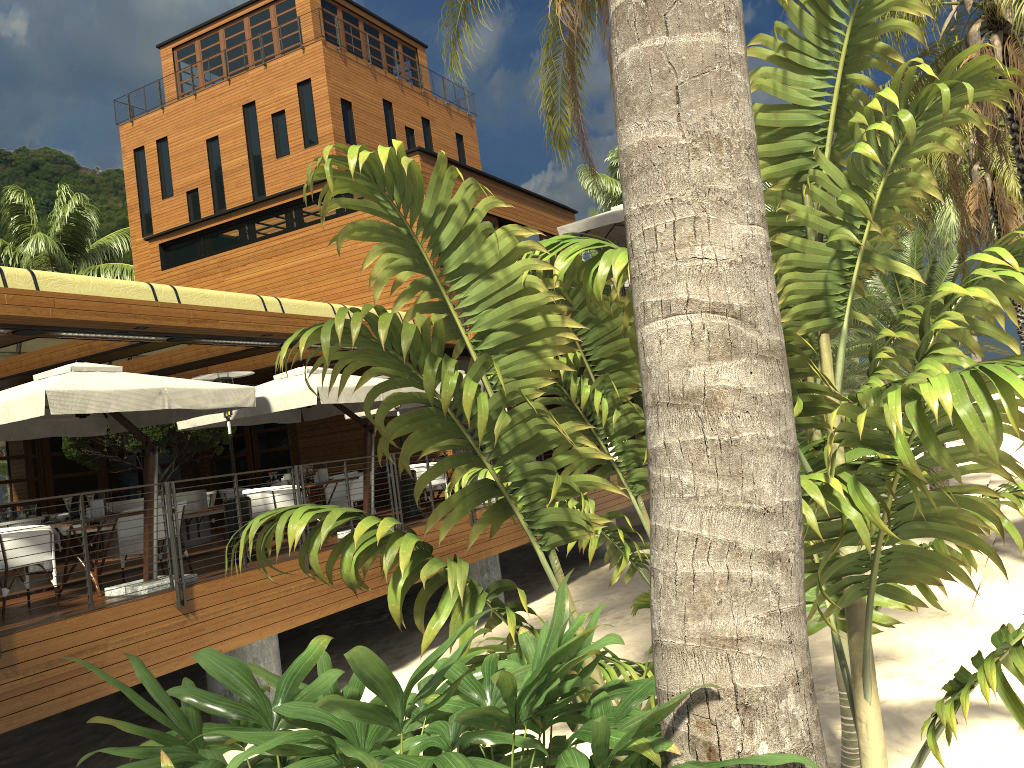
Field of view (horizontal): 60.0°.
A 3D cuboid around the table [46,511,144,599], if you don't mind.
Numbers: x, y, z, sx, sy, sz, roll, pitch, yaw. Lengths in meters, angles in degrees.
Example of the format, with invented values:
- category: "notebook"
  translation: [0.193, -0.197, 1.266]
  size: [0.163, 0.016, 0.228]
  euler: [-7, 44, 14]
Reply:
- category: "table"
  translation: [-4.213, 1.709, 8.775]
  size: [0.930, 0.750, 0.931]
  euler: [-10, -5, 28]

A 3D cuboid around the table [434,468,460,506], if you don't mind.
- category: "table"
  translation: [-1.026, 1.666, 14.761]
  size: [0.930, 0.750, 0.931]
  euler: [-10, -5, 28]

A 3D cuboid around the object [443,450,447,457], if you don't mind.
- category: "object"
  translation: [-1.095, 1.165, 14.555]
  size: [0.082, 0.227, 0.082]
  euler: [-10, -5, 29]

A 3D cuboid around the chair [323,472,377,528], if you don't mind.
- category: "chair"
  translation: [-2.241, 1.665, 12.495]
  size: [0.626, 0.789, 0.616]
  euler: [-10, -5, 29]

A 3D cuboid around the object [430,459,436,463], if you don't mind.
- category: "object"
  translation: [-1.313, 1.278, 14.700]
  size: [0.086, 0.086, 0.086]
  euler: [-10, -5, 28]

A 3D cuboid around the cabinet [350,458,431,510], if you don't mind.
- category: "cabinet"
  translation: [-2.407, 2.022, 17.837]
  size: [1.608, 0.839, 0.557]
  euler: [-10, -5, 28]

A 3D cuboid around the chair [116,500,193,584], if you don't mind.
- category: "chair"
  translation: [-3.819, 1.686, 9.532]
  size: [0.626, 0.789, 0.616]
  euler: [-10, -5, 29]

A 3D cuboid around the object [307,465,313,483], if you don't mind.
- category: "object"
  translation: [-2.744, 1.229, 12.094]
  size: [0.082, 0.227, 0.082]
  euler: [-10, -5, 29]

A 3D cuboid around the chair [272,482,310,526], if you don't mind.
- category: "chair"
  translation: [-3.728, 2.043, 15.098]
  size: [0.628, 0.789, 0.615]
  euler: [-7, -5, -16]

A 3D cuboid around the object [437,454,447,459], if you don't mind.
- category: "object"
  translation: [-1.176, 1.224, 14.879]
  size: [0.163, 0.179, 0.168]
  euler: [-10, -5, 30]

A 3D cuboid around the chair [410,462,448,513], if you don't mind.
- category: "chair"
  translation: [-1.386, 1.657, 14.152]
  size: [0.626, 0.789, 0.616]
  euler: [-10, -5, 29]

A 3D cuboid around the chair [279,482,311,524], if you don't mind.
- category: "chair"
  translation: [-4.050, 2.196, 16.721]
  size: [0.628, 0.789, 0.615]
  euler: [-7, -5, -16]

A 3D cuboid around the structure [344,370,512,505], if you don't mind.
- category: "structure"
  translation: [-1.055, 0.875, 14.808]
  size: [2.410, 2.336, 2.413]
  euler: [-10, -5, 28]

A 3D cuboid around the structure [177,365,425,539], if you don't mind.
- category: "structure"
  translation: [-2.642, 0.897, 11.828]
  size: [2.410, 2.336, 2.413]
  euler: [-10, -5, 28]

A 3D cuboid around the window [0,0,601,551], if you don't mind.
- category: "window"
  translation: [-6.310, -5.899, 21.149]
  size: [14.485, 17.990, 38.370]
  euler: [-8, -4, 5]

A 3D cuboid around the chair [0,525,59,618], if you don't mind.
- category: "chair"
  translation: [-4.598, 1.700, 8.120]
  size: [0.626, 0.789, 0.616]
  euler: [-10, -5, 29]

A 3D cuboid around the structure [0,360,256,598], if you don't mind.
- category: "structure"
  translation: [-4.229, 0.919, 8.847]
  size: [2.410, 2.336, 2.413]
  euler: [-10, -5, 28]

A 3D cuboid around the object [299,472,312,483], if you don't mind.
- category: "object"
  translation: [-2.780, 1.246, 11.865]
  size: [0.163, 0.179, 0.168]
  euler: [-10, -5, 30]

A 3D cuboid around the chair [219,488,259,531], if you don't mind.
- category: "chair"
  translation: [-4.819, 2.232, 15.665]
  size: [0.617, 0.789, 0.626]
  euler: [-7, -5, -16]

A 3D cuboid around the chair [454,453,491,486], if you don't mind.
- category: "chair"
  translation: [-0.635, 1.643, 15.511]
  size: [0.626, 0.789, 0.616]
  euler: [-10, -5, 29]

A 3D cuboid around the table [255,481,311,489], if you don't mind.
- category: "table"
  translation: [-3.976, 2.151, 15.928]
  size: [1.164, 0.750, 1.166]
  euler: [-11, -5, 33]

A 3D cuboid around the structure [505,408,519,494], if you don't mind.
- category: "structure"
  translation: [-0.051, 0.884, 16.055]
  size: [0.699, 2.196, 0.699]
  euler: [-9, -5, 15]

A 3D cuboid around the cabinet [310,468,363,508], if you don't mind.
- category: "cabinet"
  translation: [-3.822, 2.267, 18.587]
  size: [1.608, 0.839, 0.557]
  euler: [-10, -5, 28]

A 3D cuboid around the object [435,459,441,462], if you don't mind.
- category: "object"
  translation: [-1.207, 1.272, 14.662]
  size: [0.116, 0.065, 0.116]
  euler: [-9, -4, 9]

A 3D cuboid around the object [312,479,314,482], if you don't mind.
- category: "object"
  translation: [-2.693, 1.314, 12.015]
  size: [0.080, 0.042, 0.080]
  euler: [-7, -4, -11]

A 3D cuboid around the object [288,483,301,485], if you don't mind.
- category: "object"
  translation: [-2.841, 1.308, 11.486]
  size: [0.294, 0.025, 0.170]
  euler: [-10, -4, 28]

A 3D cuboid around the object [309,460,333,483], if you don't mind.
- category: "object"
  translation: [-2.524, 1.160, 11.727]
  size: [0.263, 0.264, 0.263]
  euler: [-7, -5, -17]

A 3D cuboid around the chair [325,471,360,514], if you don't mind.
- category: "chair"
  translation: [-3.057, 2.015, 16.069]
  size: [0.617, 0.789, 0.626]
  euler: [-7, -5, -16]

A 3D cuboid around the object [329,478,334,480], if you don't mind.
- category: "object"
  translation: [-2.574, 1.314, 12.131]
  size: [0.294, 0.025, 0.170]
  euler: [-10, -4, 28]

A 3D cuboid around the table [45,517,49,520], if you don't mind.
- category: "table"
  translation: [-7.943, 2.591, 14.296]
  size: [1.165, 0.750, 1.164]
  euler: [-8, -4, 8]

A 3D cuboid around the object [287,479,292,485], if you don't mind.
- category: "object"
  translation: [-2.917, 1.300, 11.686]
  size: [0.086, 0.086, 0.086]
  euler: [-11, -5, 32]

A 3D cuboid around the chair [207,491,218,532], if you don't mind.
- category: "chair"
  translation: [-6.006, 2.498, 17.202]
  size: [0.617, 0.789, 0.626]
  euler: [-7, -5, -16]

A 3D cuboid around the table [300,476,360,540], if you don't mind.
- category: "table"
  translation: [-2.621, 1.688, 11.764]
  size: [0.930, 0.750, 0.931]
  euler: [-10, -5, 28]

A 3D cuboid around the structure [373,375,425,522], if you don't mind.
- category: "structure"
  translation: [-1.624, 0.906, 13.100]
  size: [0.699, 2.196, 0.699]
  euler: [-9, -5, 15]

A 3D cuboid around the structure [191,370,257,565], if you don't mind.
- category: "structure"
  translation: [-3.194, 0.927, 10.152]
  size: [0.699, 2.196, 0.699]
  euler: [-9, -5, 15]

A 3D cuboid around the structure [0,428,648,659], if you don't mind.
- category: "structure"
  translation: [-1.115, 1.463, 12.116]
  size: [0.163, 1.155, 26.265]
  euler: [-10, -5, 28]

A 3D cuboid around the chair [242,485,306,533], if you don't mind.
- category: "chair"
  translation: [-2.992, 1.679, 11.136]
  size: [0.626, 0.789, 0.616]
  euler: [-10, -5, 29]

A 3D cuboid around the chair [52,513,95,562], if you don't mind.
- category: "chair"
  translation: [-7.291, 2.514, 14.770]
  size: [0.617, 0.789, 0.626]
  euler: [-4, -6, -41]

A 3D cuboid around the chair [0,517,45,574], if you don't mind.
- category: "chair"
  translation: [-7.494, 2.465, 13.609]
  size: [0.628, 0.789, 0.615]
  euler: [-4, -6, -41]
